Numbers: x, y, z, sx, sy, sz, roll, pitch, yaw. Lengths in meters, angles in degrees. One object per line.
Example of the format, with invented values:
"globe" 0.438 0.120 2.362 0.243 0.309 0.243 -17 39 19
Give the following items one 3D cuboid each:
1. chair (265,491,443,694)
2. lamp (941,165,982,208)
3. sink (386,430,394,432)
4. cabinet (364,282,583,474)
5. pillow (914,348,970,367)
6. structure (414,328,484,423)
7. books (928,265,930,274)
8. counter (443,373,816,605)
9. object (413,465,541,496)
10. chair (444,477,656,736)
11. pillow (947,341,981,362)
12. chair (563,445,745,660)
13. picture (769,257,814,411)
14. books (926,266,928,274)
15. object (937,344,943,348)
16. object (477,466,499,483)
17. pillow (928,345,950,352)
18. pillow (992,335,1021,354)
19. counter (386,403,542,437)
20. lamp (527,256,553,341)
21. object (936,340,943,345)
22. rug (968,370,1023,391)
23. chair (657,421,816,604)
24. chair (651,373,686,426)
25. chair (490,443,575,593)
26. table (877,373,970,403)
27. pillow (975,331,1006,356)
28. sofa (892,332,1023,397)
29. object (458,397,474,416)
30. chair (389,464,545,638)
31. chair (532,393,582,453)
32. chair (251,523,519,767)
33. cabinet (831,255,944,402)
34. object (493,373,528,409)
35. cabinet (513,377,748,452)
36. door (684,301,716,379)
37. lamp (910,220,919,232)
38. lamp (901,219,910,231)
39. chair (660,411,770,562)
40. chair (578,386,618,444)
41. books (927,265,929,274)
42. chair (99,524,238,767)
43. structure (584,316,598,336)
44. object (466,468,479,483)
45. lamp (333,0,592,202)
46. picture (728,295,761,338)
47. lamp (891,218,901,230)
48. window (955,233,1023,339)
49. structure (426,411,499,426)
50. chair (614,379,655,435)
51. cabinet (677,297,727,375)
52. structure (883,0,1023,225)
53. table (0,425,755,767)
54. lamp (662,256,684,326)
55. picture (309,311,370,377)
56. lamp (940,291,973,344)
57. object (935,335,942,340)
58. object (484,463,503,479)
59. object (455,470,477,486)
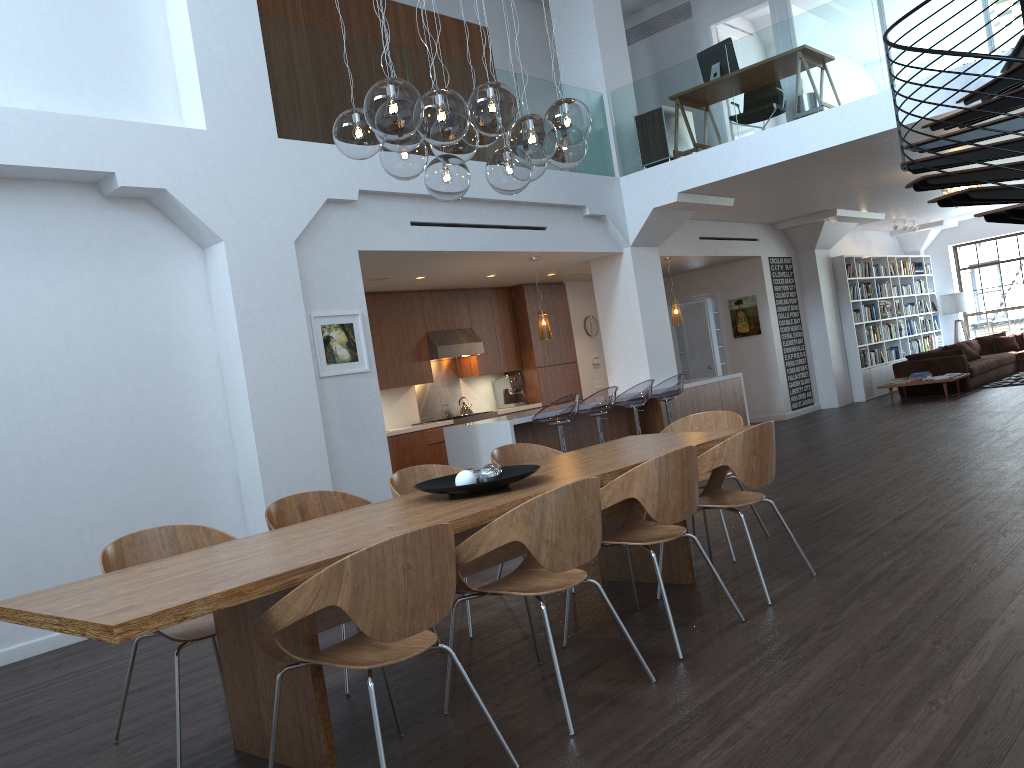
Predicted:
"chair" -0.804 0.927 4.223 0.618 0.833 0.629 -9 0 42
"lamp" 5.352 -2.388 10.563 0.442 0.539 0.441 -9 0 -5
"sink" -1.535 0.645 10.295 0.440 0.137 0.740 -9 0 42
"cabinet" -1.029 0.087 10.952 0.598 2.499 5.299 -9 0 42
"pillow" 6.788 -0.355 14.008 0.750 0.364 0.289 -9 0 41
"structure" -0.783 -0.120 11.313 0.529 1.110 0.811 -9 0 42
"books" 8.305 -2.281 17.802 0.139 0.191 0.036 -9 0 42
"counter" 0.824 0.641 8.424 3.039 0.860 8.182 -9 0 13
"object" -0.156 0.456 4.081 0.592 0.066 0.592 -9 0 0
"chair" 0.091 0.792 3.411 0.618 0.833 0.629 -9 0 42
"pillow" 7.803 -0.539 15.360 0.625 0.391 0.325 -9 0 -31
"chair" 0.583 0.713 3.990 0.618 0.833 0.629 -9 0 44
"picture" 4.368 -0.805 13.834 0.021 2.380 0.800 -9 0 42
"books" 8.229 -2.262 17.715 0.128 0.178 0.021 -9 0 42
"object" 8.403 -0.726 17.740 0.331 0.088 0.410 -9 0 42
"object" -0.108 0.421 4.009 0.100 0.100 0.100 -9 0 -3
"pillow" 6.931 -0.421 14.230 0.269 0.411 0.559 -9 0 -2
"pillow" 9.042 -0.733 16.277 0.489 0.337 0.238 -9 0 12
"counter" -1.269 0.545 10.615 0.600 0.050 4.387 -9 0 42
"lamp" 1.552 -1.575 9.800 2.842 1.807 0.149 -9 0 -8
"object" 8.390 -0.813 17.740 0.331 0.088 0.410 -9 0 42
"rug" 9.465 -0.287 13.297 4.200 0.007 3.100 -9 0 44
"chair" 1.097 0.630 4.554 0.617 0.830 0.629 -9 0 42
"chair" 1.732 0.414 9.708 0.481 1.014 0.530 -9 0 44
"chair" 0.234 0.761 5.355 0.618 0.833 0.629 -9 0 40
"table" 6.267 0.073 13.476 1.100 0.271 0.853 -9 0 42
"pillow" 8.964 -0.740 16.477 0.580 0.418 0.334 -9 0 15
"sofa" 8.760 -0.518 14.584 3.481 0.664 4.197 -9 0 42
"object" -0.620 0.286 11.549 0.222 0.235 0.222 -9 0 17
"chair" -0.297 0.846 4.789 0.618 0.833 0.629 -9 0 42
"chair" 0.479 0.615 8.294 0.481 1.014 0.530 -9 0 44
"chair" -0.437 0.877 2.842 0.618 0.833 0.629 -9 0 42
"cabinet" 6.915 -1.125 16.293 0.461 2.414 4.500 -9 0 42
"object" 0.017 0.092 12.162 0.439 0.455 0.284 -9 0 42
"cabinet" 1.235 0.592 10.242 0.898 0.796 4.493 -9 0 42
"door" 3.114 -0.349 15.263 0.826 2.032 0.174 -9 0 42
"lamp" 7.397 -2.905 16.292 0.120 0.211 0.111 -9 0 16
"lamp" 7.052 -2.850 15.909 0.120 0.211 0.111 -9 0 1
"chair" 1.174 0.615 5.506 0.629 0.833 0.618 -9 0 37
"chair" 0.878 0.551 8.781 0.481 1.014 0.530 -9 0 40
"books" 8.276 -2.279 17.773 0.136 0.196 0.045 -9 0 42
"chair" -1.313 1.009 3.654 0.618 0.833 0.629 -9 0 42
"structure" 1.161 -0.850 13.010 0.040 0.300 0.300 -9 0 42
"object" -0.190 0.439 4.100 0.100 0.100 0.100 -9 0 -3
"lamp" -0.325 -1.990 4.302 0.849 2.140 1.787 -9 0 41
"picture" 3.575 -1.031 13.634 0.450 0.600 0.030 -9 0 42
"lamp" 6.716 -2.796 15.534 0.120 0.211 0.111 -9 0 -14
"window" 10.888 -2.114 16.560 4.648 1.905 0.114 -9 0 42
"structure" -0.580 0.864 11.273 0.662 0.919 0.811 -9 0 42
"chair" 1.313 0.481 9.241 0.481 1.014 0.530 -9 0 40
"cabinet" 3.310 -0.856 15.895 0.527 2.991 2.630 -9 0 42
"structure" 3.960 -1.602 6.495 1.998 4.352 1.998 -9 0 3
"table" -0.096 0.860 4.078 1.012 0.750 3.803 -9 0 42
"lamp" 2.110 -1.211 11.620 0.149 0.900 0.149 -9 0 -3
"picture" -1.390 -0.327 7.182 0.018 0.500 0.500 -9 0 42
"lamp" 8.929 -1.021 17.648 0.545 1.579 0.545 -9 0 31
"object" 8.371 -0.898 17.744 0.316 0.088 0.410 -9 0 42
"object" -0.093 0.418 4.109 0.100 0.100 0.100 -9 0 -3
"object" -0.206 0.439 3.998 0.100 0.100 0.100 -9 0 -3
